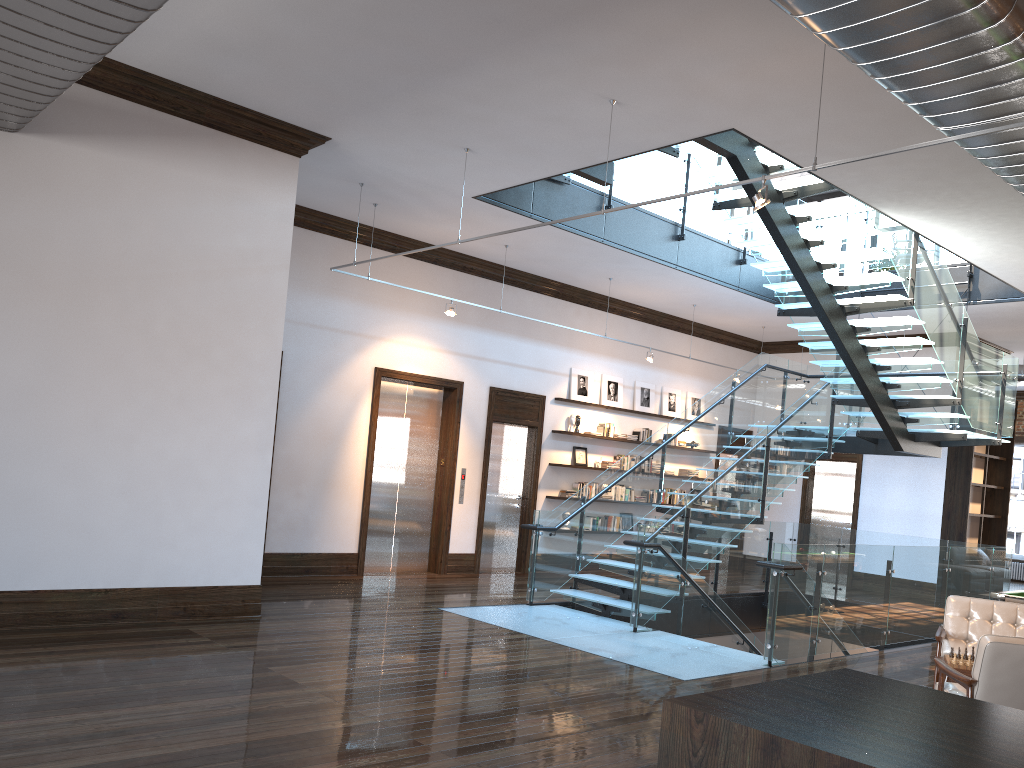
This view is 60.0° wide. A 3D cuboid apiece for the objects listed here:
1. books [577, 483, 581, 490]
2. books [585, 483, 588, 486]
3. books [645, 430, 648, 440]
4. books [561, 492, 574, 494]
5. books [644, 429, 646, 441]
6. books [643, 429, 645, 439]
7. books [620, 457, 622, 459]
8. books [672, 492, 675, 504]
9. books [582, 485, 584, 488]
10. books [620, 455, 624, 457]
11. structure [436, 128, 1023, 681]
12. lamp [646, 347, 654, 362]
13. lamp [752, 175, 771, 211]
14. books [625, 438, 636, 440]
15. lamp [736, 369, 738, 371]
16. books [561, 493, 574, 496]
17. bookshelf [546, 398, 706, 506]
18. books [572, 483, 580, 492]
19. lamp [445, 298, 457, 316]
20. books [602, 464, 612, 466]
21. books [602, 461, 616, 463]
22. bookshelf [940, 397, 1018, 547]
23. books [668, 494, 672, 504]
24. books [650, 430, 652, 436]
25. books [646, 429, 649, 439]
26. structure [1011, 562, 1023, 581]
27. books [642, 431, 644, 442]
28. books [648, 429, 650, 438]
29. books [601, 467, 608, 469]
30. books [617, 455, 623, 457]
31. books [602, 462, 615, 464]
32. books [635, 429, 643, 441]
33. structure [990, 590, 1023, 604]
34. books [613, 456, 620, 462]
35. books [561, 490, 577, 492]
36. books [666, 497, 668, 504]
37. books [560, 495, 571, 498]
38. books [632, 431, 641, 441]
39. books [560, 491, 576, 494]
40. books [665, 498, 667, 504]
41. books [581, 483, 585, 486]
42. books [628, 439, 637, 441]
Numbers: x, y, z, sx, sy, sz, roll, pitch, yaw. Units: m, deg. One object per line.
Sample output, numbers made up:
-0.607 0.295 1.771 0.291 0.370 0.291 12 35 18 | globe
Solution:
1.026 1.670 13.921 0.013 0.236 0.133 6 -2 -42 | books
1.135 1.686 14.013 0.015 0.242 0.138 6 -2 -42 | books
2.222 0.876 14.936 0.015 0.203 0.130 6 -2 -42 | books
0.881 1.701 13.796 0.184 0.011 0.159 10 -7 -42 | books
2.179 0.861 14.891 0.011 0.217 0.155 6 -2 -42 | books
2.161 0.862 14.885 0.024 0.211 0.153 6 -2 -42 | books
1.740 1.298 14.527 0.005 0.212 0.153 6 -2 -42 | books
2.761 1.985 15.470 0.028 0.213 0.166 6 -2 -42 | books
1.067 1.694 13.955 0.013 0.202 0.156 6 -2 -42 | books
1.778 1.290 14.574 0.005 0.243 0.138 6 -2 -42 | books
3.030 1.069 10.584 7.079 14.467 3.565 6 -2 -42 | structure
2.083 -0.439 13.403 0.114 0.230 0.114 5 -2 2 | lamp
1.608 -1.220 5.690 0.113 0.230 0.114 4 -2 37 | lamp
1.935 0.914 14.696 0.287 0.011 0.140 10 -7 -41 | books
3.786 -0.139 14.946 0.113 0.230 0.114 5 -2 4 | lamp
0.880 1.721 13.804 0.154 0.028 0.192 0 -7 43 | books
2.137 1.495 14.885 4.097 2.051 0.200 9 -3 -42 | bookshelf
0.993 1.671 13.912 0.048 0.226 0.125 6 -2 -42 | books
-0.745 -0.937 10.841 0.113 0.230 0.114 4 -2 27 | lamp
1.595 1.322 14.415 0.142 0.011 0.257 0 -8 45 | books
1.603 1.268 14.412 0.141 0.011 0.289 0 -7 43 | books
7.861 1.928 14.963 1.791 3.510 0.399 7 -1 -42 | bookshelf
2.721 1.956 15.436 0.019 0.258 0.160 6 -2 -42 | books
2.293 0.883 14.999 0.023 0.214 0.162 6 -2 -42 | books
2.233 0.866 14.943 0.011 0.225 0.161 6 -2 -42 | books
11.695 4.321 20.470 0.217 0.394 1.299 7 -5 -42 | structure
2.138 0.871 14.839 0.028 0.179 0.166 6 -3 -42 | books
2.249 0.872 14.948 0.022 0.218 0.166 6 -2 -42 | books
1.589 1.375 14.416 0.288 0.011 0.140 10 -7 -40 | books
1.762 1.292 14.572 0.009 0.235 0.131 6 -2 -42 | books
1.599 1.290 14.414 0.142 0.011 0.258 0 -8 44 | books
2.115 0.854 14.829 0.022 0.208 0.156 6 -2 -42 | books
5.774 2.437 8.256 2.972 0.849 1.550 10 -6 -42 | structure
1.712 1.295 14.526 0.005 0.213 0.141 6 -2 -42 | books
0.886 1.662 13.802 0.216 0.014 0.135 10 -7 -42 | books
2.649 1.972 15.392 0.015 0.204 0.158 6 -2 -42 | books
0.876 1.748 13.798 0.236 0.028 0.143 10 -7 -42 | books
2.073 0.870 14.790 0.038 0.160 0.166 6 -3 -42 | books
0.873 1.680 13.787 0.220 0.027 0.143 9 -7 -37 | books
2.631 1.941 15.367 0.036 0.259 0.127 6 -2 -42 | books
1.083 1.679 13.977 0.012 0.240 0.128 6 -2 -42 | books
1.936 0.924 14.694 0.257 0.011 0.142 10 -7 -43 | books
